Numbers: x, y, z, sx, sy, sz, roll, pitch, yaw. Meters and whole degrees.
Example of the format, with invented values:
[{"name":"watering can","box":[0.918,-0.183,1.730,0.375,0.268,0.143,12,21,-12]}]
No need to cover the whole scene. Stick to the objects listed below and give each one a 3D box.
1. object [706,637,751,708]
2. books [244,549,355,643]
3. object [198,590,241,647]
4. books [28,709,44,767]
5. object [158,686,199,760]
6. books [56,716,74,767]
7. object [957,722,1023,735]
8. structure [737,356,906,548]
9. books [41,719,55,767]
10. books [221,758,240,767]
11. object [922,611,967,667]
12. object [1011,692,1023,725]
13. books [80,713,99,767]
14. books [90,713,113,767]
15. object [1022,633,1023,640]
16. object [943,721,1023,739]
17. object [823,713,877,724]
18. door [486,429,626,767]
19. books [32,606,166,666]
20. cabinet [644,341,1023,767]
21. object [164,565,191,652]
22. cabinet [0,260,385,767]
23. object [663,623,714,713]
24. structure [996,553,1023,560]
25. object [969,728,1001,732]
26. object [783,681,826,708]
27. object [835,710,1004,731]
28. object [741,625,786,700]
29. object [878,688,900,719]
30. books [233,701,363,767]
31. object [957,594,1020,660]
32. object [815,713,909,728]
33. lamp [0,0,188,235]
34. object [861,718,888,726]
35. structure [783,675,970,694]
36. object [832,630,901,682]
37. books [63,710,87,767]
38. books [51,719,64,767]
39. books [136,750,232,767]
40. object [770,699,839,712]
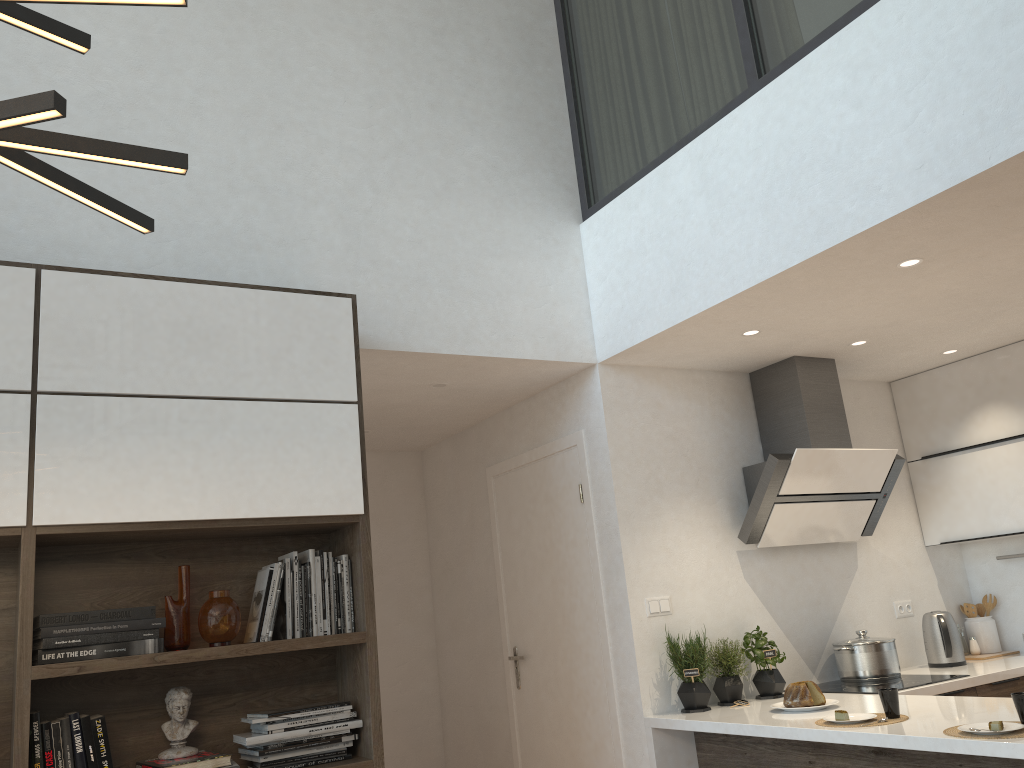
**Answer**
[{"name":"object","box":[0.949,1.249,3.874,0.211,0.283,0.221,-1,-15,-18]},{"name":"books","box":[-0.731,0.717,3.012,0.332,0.287,0.201,3,-17,-30]},{"name":"object","box":[-0.928,0.744,2.817,0.130,0.171,0.130,-8,-15,8]},{"name":"books","box":[-1.355,1.071,2.523,0.053,0.268,0.202,3,-17,-31]},{"name":"object","box":[-1.041,1.052,2.766,0.117,0.207,0.116,-8,-15,9]},{"name":"books","box":[-1.278,1.081,2.544,0.050,0.242,0.169,3,-17,-31]},{"name":"object","box":[1.388,1.000,2.569,0.176,0.014,0.176,1,-16,-26]},{"name":"structure","box":[1.492,0.275,4.397,0.898,0.998,0.407,3,-17,-30]},{"name":"books","box":[-1.324,1.086,2.532,0.053,0.240,0.189,3,-17,-30]},{"name":"books","box":[-0.985,1.179,2.651,0.310,0.047,0.250,1,-16,-25]},{"name":"object","box":[2.173,1.292,4.502,0.220,0.270,0.179,8,-20,-42]},{"name":"object","box":[1.505,0.953,2.591,0.066,0.093,0.066,-15,-17,31]},{"name":"books","box":[-1.228,1.085,2.576,0.066,0.242,0.177,3,-17,-30]},{"name":"books","box":[-1.215,1.099,2.619,0.077,0.233,0.179,3,-17,-30]},{"name":"object","box":[2.773,1.327,4.552,0.112,0.105,0.297,2,-17,-29]},{"name":"object","box":[1.425,1.011,2.591,0.304,0.002,0.304,-6,-15,1]},{"name":"object","box":[1.156,1.145,3.029,0.176,0.014,0.176,6,-19,-40]},{"name":"door","box":[0.205,1.371,4.317,0.085,2.136,0.974,3,-17,-30]},{"name":"books","box":[-1.252,0.758,2.672,0.343,0.137,0.277,4,-18,-35]},{"name":"cabinet","box":[2.417,0.642,2.967,2.401,2.401,3.495,3,-17,-30]},{"name":"object","box":[-1.073,0.718,2.843,0.082,0.265,0.081,-3,-15,-9]},{"name":"cabinet","box":[-2.257,0.834,2.014,4.036,2.494,0.338,3,-17,-30]},{"name":"object","box":[0.756,1.200,3.777,0.196,0.367,0.186,3,-17,-30]},{"name":"structure","box":[3.402,0.552,3.611,0.050,0.045,3.000,3,-17,-30]},{"name":"object","box":[1.350,0.992,2.533,0.025,0.012,0.126,-3,-15,-12]},{"name":"object","box":[1.144,1.223,3.487,0.161,0.101,0.155,4,-18,-34]},{"name":"object","box":[1.260,1.059,2.801,0.064,0.039,0.597,4,-18,-34]},{"name":"object","box":[1.120,1.242,3.970,0.172,0.311,0.179,-1,-15,-20]},{"name":"object","box":[1.287,1.087,3.016,0.066,0.093,0.066,-7,-15,4]},{"name":"books","box":[-0.698,1.141,2.872,0.374,0.176,0.224,3,-17,-31]},{"name":"object","box":[2.502,1.305,4.778,0.330,0.316,0.221,3,-17,-30]},{"name":"object","box":[1.195,1.151,3.036,0.305,0.002,0.305,-14,-16,27]},{"name":"lamp","box":[-1.051,-2.056,1.625,0.831,3.645,1.200,0,-16,-21]},{"name":"object","box":[1.196,1.117,2.930,0.126,0.011,0.025,1,-16,-26]},{"name":"structure","box":[1.647,1.361,4.033,0.609,0.006,0.550,3,-17,-30]},{"name":"object","box":[1.690,1.291,4.236,0.315,0.223,0.288,-8,-15,10]},{"name":"books","box":[-1.259,1.080,2.569,0.066,0.255,0.193,3,-17,-31]},{"name":"books","box":[-1.300,1.086,2.538,0.049,0.236,0.170,3,-17,-30]},{"name":"books","box":[-0.995,1.150,2.688,0.209,0.030,0.266,5,-18,-36]},{"name":"object","box":[1.143,1.257,3.463,0.261,0.021,0.261,5,-18,-35]}]
